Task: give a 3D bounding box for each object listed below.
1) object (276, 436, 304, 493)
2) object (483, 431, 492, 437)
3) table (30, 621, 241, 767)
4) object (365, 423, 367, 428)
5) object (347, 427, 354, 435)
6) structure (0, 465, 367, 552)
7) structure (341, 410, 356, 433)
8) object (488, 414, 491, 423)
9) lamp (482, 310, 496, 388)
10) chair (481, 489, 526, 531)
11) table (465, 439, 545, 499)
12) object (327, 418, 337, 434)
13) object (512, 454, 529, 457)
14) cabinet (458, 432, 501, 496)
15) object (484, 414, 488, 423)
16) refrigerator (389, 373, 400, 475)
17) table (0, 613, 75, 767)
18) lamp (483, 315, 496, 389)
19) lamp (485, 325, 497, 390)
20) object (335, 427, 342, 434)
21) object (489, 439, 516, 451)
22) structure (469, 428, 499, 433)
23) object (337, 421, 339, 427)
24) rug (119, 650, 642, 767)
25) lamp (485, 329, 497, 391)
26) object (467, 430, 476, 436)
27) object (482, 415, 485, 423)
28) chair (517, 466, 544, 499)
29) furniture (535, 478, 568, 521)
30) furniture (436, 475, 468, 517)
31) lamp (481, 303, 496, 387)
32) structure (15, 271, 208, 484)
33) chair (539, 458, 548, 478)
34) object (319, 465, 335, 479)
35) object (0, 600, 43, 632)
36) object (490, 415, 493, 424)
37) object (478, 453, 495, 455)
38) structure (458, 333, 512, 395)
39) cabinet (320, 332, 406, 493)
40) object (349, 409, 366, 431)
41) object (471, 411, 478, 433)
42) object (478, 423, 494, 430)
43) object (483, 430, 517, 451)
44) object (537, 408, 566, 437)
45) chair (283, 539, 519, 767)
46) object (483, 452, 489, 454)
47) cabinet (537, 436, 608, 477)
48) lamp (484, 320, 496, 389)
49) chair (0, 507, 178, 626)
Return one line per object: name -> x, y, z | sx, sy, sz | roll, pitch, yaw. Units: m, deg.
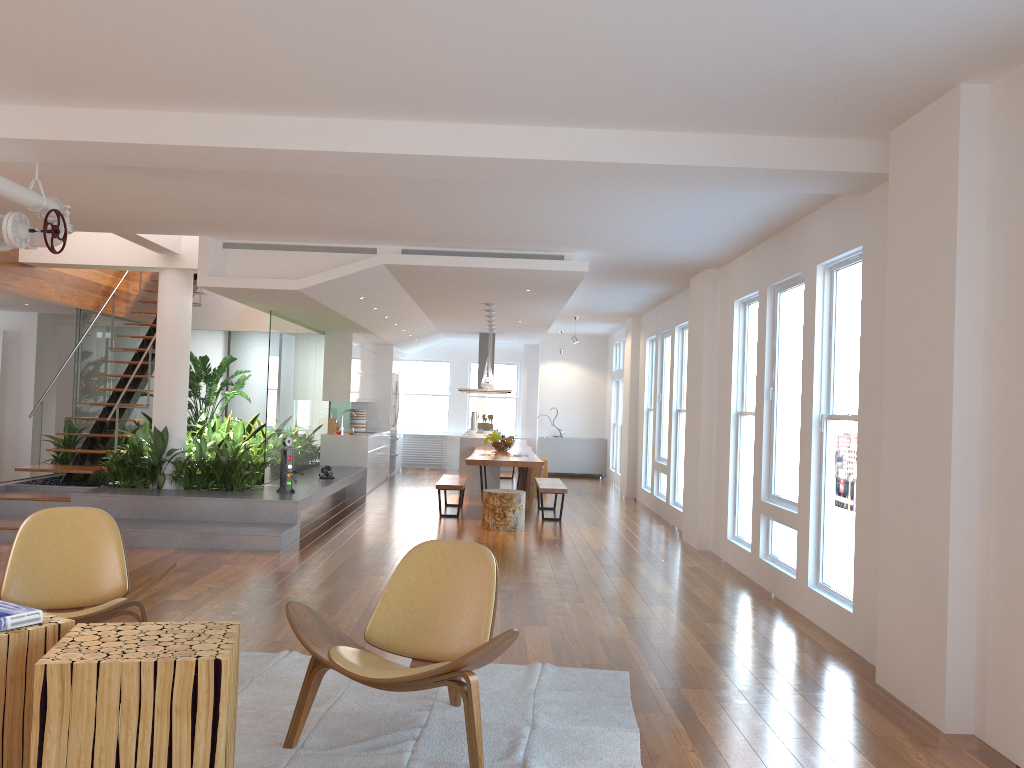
object -> -2.205, 0.811, 8.872 | 0.318, 0.565, 0.134 | 1, -2, 35
object -> -0.355, 0.749, 13.190 | 0.152, 0.082, 0.152 | 3, -2, -40
table -> -1.209, 1.112, 2.919 | 0.548, 0.534, 0.489 | 2, -1, -12
object -> -2.545, 0.676, 14.766 | 0.265, 0.196, 0.284 | 1, -2, 41
object -> -2.322, 0.677, 12.766 | 0.094, 0.106, 0.094 | 2, -1, 5
structure -> -3.562, 1.267, 10.383 | 3.088, 0.386, 5.584 | 2, -1, -1
structure -> -2.555, 0.668, 13.825 | 0.248, 0.536, 0.115 | 2, -1, -1
object -> -0.400, 0.684, 15.629 | 0.068, 0.298, 0.039 | 2, -1, -1
lamp -> -0.287, -0.485, 11.324 | 0.160, 1.060, 0.160 | 1, -1, 26
chair -> -0.090, 1.348, 9.520 | 0.460, 0.400, 0.460 | 2, -1, 9
table -> -0.134, 1.270, 12.865 | 0.893, 0.704, 5.996 | 2, -1, -1
object -> -2.647, 0.618, 13.080 | 0.104, 0.222, 0.200 | 2, -1, -1
object -> 0.107, 0.873, 10.838 | 0.222, 0.020, 0.222 | 2, -1, -9
cabinet -> -0.487, 1.224, 14.257 | 0.597, 0.832, 2.936 | 2, -1, -1
object -> -0.464, 0.681, 15.626 | 0.057, 0.299, 0.019 | 2, -1, -1
refrigerator -> -2.354, 0.693, 15.575 | 0.725, 1.772, 0.908 | 2, -1, -1
table -> -1.916, 1.090, 3.057 | 0.548, 0.534, 0.489 | 1, -1, 29
lamp -> -0.298, -0.470, 12.046 | 0.160, 1.060, 0.160 | 1, -1, 26
lamp -> -0.319, -0.439, 13.492 | 0.160, 1.060, 0.160 | 1, -1, 26
object -> -2.504, 0.671, 12.810 | 0.094, 0.106, 0.094 | 2, -1, 5
object -> -0.130, 0.824, 11.858 | 0.360, 0.159, 0.360 | 3, -2, -37
structure -> -0.483, 0.794, 15.187 | 0.520, 0.073, 0.650 | 2, -1, -1
object -> -2.638, 0.649, 13.327 | 0.100, 0.170, 0.173 | 2, -1, 1
rug -> -1.269, 1.333, 2.889 | 3.525, 0.057, 3.478 | 2, -1, 3
lamp -> -0.330, -0.423, 14.215 | 0.160, 1.060, 0.160 | 1, -1, 26
object -> -0.606, 0.743, 13.310 | 0.152, 0.082, 0.152 | 1, -2, 38
object -> -0.498, 0.680, 15.645 | 0.061, 0.299, 0.040 | 2, -1, -3
chair -> 0.259, 1.411, 12.740 | 0.396, 0.455, 0.402 | 2, -1, -11
furniture -> 0.463, 1.407, 10.866 | 0.316, 0.389, 1.433 | 2, -1, -1
furniture -> -0.730, 1.365, 10.849 | 0.316, 0.389, 1.433 | 2, -1, -1
lamp -> -0.276, -0.501, 10.601 | 0.160, 1.060, 0.160 | 1, -1, 26
structure -> -3.709, -0.810, 11.089 | 2.552, 4.265, 4.591 | 2, -1, -1
chair -> 0.432, 1.473, 14.957 | 0.344, 0.430, 0.549 | 2, -1, 3
object -> -2.222, 1.049, 10.584 | 0.216, 0.155, 0.181 | 3, -2, -36
object -> -1.829, 0.801, 3.000 | 0.279, 0.048, 0.334 | 1, -1, 30
object -> -0.363, 0.686, 15.647 | 0.057, 0.294, 0.030 | 2, -1, -1
object -> -0.315, 0.859, 10.880 | 0.222, 0.020, 0.222 | 1, -2, 40
structure -> -0.432, -0.537, 15.189 | 0.909, 1.405, 0.900 | 2, -1, -1
cabinet -> -2.390, 0.460, 14.837 | 0.676, 2.280, 4.565 | 2, -1, -1
object -> -2.503, 0.586, 14.382 | 0.267, 0.356, 0.266 | 1, -1, 25
object -> -0.614, 0.637, 14.730 | 0.172, 0.356, 0.120 | 3, -2, -43
object -> -0.501, 0.759, 15.633 | 0.353, 0.157, 0.084 | 2, -1, -1
object -> -0.153, 0.761, 11.874 | 0.394, 0.284, 0.292 | 3, -2, -37
object -> 0.773, 0.729, 16.896 | 0.590, 0.563, 0.210 | 3, -1, -30
chair -> -0.346, 1.044, 3.418 | 0.867, 0.752, 0.856 | 3, -2, -41
object -> -0.315, 0.853, 10.880 | 0.070, 0.030, 0.079 | 3, -2, -37
cabinet -> 1.133, 1.388, 16.931 | 1.309, 0.725, 0.420 | 2, -1, -1
lamp -> -0.308, -0.454, 12.769 | 0.160, 1.060, 0.160 | 1, -1, 26
chair -> -2.007, 1.001, 4.112 | 0.856, 0.752, 0.867 | 2, -1, 4
